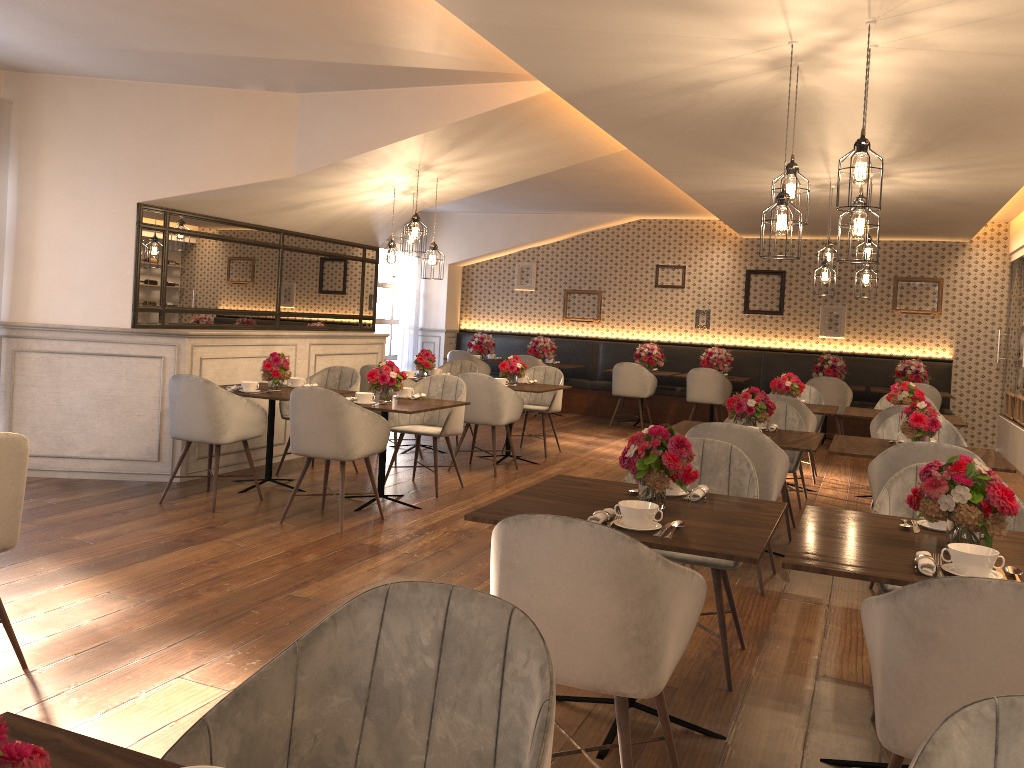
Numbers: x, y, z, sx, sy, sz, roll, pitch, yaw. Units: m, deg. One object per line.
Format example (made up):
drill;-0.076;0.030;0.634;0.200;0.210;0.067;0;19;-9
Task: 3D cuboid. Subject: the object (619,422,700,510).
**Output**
object;0.490;0.274;3.042;0.234;0.301;0.306;2;3;-35

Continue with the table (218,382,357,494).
table;-1.790;0.402;6.558;0.897;0.720;0.897;4;3;22

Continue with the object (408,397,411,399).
object;-0.719;0.095;6.451;0.025;0.024;0.193;4;4;22

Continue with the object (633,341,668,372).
object;1.868;-0.376;12.066;0.419;0.425;0.406;2;3;-24

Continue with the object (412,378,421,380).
object;-0.898;-0.049;8.414;0.022;0.004;0.211;5;5;22

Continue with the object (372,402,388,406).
object;-0.881;0.133;5.891;0.043;0.015;0.197;5;5;26

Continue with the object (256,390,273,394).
object;-1.754;0.058;6.249;0.043;0.015;0.197;5;5;26

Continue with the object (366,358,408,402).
object;-0.865;-0.030;6.150;0.235;0.301;0.305;5;3;41

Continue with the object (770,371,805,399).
object;2.405;0.034;7.721;0.305;0.301;0.234;3;2;0

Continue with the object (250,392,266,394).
object;-1.778;0.061;6.266;0.022;0.004;0.211;5;5;22

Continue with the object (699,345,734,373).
object;2.691;-0.300;11.620;0.420;0.425;0.405;4;3;24

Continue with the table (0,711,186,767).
table;-0.524;0.901;0.735;0.897;0.720;0.897;4;3;22

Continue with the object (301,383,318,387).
object;-1.556;0.016;6.805;0.056;0.039;0.176;4;4;22

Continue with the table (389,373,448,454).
table;-0.909;0.292;8.709;0.897;0.720;0.897;4;3;22

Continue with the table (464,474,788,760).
table;0.415;0.784;3.028;0.897;0.720;0.897;4;3;22

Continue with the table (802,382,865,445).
table;3.962;0.376;11.197;0.897;0.720;0.897;4;3;22

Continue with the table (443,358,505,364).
table;-0.427;0.002;12.995;0.897;0.720;0.897;4;3;22

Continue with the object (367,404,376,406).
object;-0.904;0.136;5.908;0.022;0.004;0.211;5;5;22

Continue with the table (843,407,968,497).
table;3.216;0.619;7.343;0.897;0.720;0.897;4;3;22

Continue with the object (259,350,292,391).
object;-1.737;-0.103;6.494;0.234;0.301;0.306;3;3;-3

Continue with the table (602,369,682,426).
table;1.767;0.189;12.096;0.897;0.720;0.897;4;3;22

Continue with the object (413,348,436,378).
object;-0.857;-0.213;8.642;0.234;0.301;0.306;3;3;-3

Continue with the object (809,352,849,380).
object;3.984;-0.191;11.105;0.419;0.425;0.406;2;3;-26

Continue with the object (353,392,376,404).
object;-0.984;0.096;5.913;0.148;0.072;0.148;2;4;-10

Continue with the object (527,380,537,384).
object;0.197;-0.020;8.595;0.056;0.039;0.176;4;4;22

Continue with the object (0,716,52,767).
object;-0.456;0.395;0.700;0.234;0.301;0.306;2;3;-20

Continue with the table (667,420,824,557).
table;1.391;0.661;5.413;0.897;0.720;0.897;4;3;22

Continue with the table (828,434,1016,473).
table;2.278;0.737;5.050;0.897;0.720;0.897;4;3;22

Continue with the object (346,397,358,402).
object;-1.091;0.104;5.956;0.056;0.039;0.176;4;4;22

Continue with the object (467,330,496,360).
object;-0.446;-0.566;12.923;0.419;0.425;0.406;2;3;-26

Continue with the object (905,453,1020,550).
object;1.356;0.348;2.656;0.306;0.301;0.234;6;3;44

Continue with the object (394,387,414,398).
object;-0.787;0.065;6.490;0.148;0.072;0.148;2;4;-10

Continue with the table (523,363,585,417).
table;0.459;0.078;12.632;0.897;0.720;0.897;4;3;22

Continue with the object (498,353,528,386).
object;0.015;-0.139;8.298;0.235;0.301;0.305;5;3;41

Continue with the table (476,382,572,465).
table;-0.023;0.368;8.346;0.897;0.720;0.897;4;3;22

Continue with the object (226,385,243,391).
object;-1.964;0.030;6.314;0.056;0.039;0.176;4;4;22

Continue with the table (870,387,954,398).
table;4.848;0.451;10.834;0.897;0.720;0.897;4;3;22

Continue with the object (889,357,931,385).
object;4.856;-0.118;10.759;0.419;0.425;0.406;2;3;-24

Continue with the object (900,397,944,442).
object;2.335;0.228;5.039;0.234;0.301;0.305;4;3;24

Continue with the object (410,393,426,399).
object;-0.683;0.091;6.447;0.056;0.039;0.176;4;4;22

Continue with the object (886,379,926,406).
object;3.271;0.110;7.333;0.306;0.301;0.234;6;3;44

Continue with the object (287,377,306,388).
object;-1.660;-0.010;6.848;0.148;0.072;0.148;2;4;-10

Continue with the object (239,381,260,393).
object;-1.858;0.022;6.271;0.148;0.072;0.148;2;4;-10

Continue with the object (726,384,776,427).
object;1.466;0.151;5.427;0.305;0.301;0.234;3;2;0

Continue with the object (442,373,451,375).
object;-0.677;-0.094;8.953;0.056;0.039;0.176;4;4;22

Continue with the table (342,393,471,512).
table;-0.904;0.478;6.194;0.897;0.720;0.897;4;3;22

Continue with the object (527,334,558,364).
object;0.428;-0.492;12.559;0.420;0.425;0.406;4;3;10

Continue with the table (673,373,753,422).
table;2.654;0.264;11.733;0.897;0.720;0.897;4;3;22

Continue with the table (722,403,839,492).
table;2.330;0.544;7.707;0.897;0.720;0.897;4;3;22

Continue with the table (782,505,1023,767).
table;1.301;0.859;2.664;0.897;0.720;0.897;4;3;22
